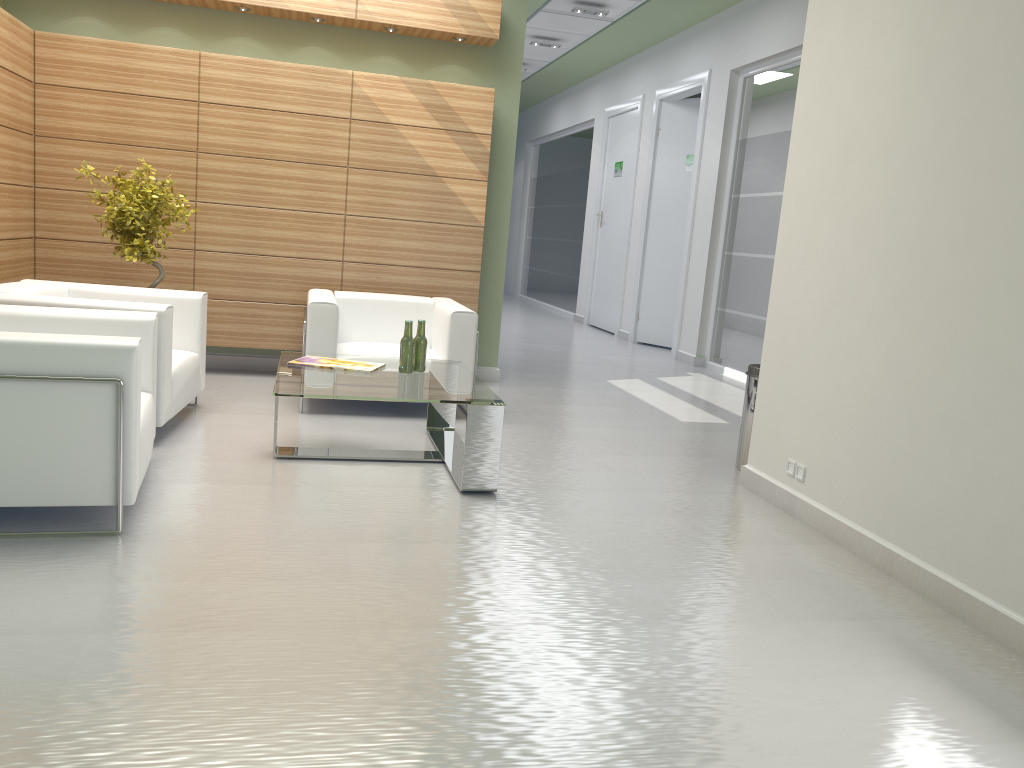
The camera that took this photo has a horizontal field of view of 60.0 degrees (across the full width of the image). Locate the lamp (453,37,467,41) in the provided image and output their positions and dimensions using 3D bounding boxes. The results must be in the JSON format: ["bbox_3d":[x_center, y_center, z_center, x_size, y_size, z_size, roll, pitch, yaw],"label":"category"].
[{"bbox_3d":[-0.670,-4.471,11.422,0.181,0.074,0.181,2,10,-19],"label":"lamp"}]

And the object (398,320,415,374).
[{"bbox_3d":[-0.942,-0.334,7.977,0.131,0.475,0.131,13,12,41],"label":"object"}]

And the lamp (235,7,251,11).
[{"bbox_3d":[-3.274,-4.594,10.801,0.181,0.074,0.181,12,12,36],"label":"lamp"}]

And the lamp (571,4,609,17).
[{"bbox_3d":[1.440,-6.908,16.329,0.657,0.159,0.286,3,10,-13],"label":"lamp"}]

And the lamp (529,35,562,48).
[{"bbox_3d":[0.737,-7.475,19.387,0.657,0.159,0.286,3,10,-13],"label":"lamp"}]

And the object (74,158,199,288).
[{"bbox_3d":[-4.202,-1.209,9.808,1.201,2.565,1.116,-4,13,-45],"label":"object"}]

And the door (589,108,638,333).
[{"bbox_3d":[2.382,-3.842,21.138,0.250,5.083,2.089,3,10,-13],"label":"door"}]

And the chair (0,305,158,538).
[{"bbox_3d":[-3.443,0.155,6.107,1.802,1.234,1.894,2,10,-18],"label":"chair"}]

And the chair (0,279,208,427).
[{"bbox_3d":[-3.940,-0.258,8.341,1.769,1.234,1.894,4,9,-8],"label":"chair"}]

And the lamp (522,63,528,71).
[{"bbox_3d":[0.045,-8.032,22.392,0.657,0.159,0.286,3,10,-13],"label":"lamp"}]

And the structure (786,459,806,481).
[{"bbox_3d":[2.332,0.704,7.290,0.017,0.118,0.262,3,10,-13],"label":"structure"}]

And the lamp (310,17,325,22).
[{"bbox_3d":[-2.408,-4.553,11.007,0.181,0.074,0.181,2,10,-19],"label":"lamp"}]

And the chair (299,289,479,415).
[{"bbox_3d":[-1.484,-0.382,10.385,1.894,1.234,1.802,3,10,-13],"label":"chair"}]

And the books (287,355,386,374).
[{"bbox_3d":[-1.589,-0.180,8.088,0.762,0.025,0.508,6,9,6],"label":"books"}]

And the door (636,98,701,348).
[{"bbox_3d":[3.658,-3.245,18.200,0.134,5.083,2.089,-4,13,-43],"label":"door"}]

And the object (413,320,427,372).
[{"bbox_3d":[-0.843,-0.350,8.123,0.131,0.475,0.131,13,12,41],"label":"object"}]

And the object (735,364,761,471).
[{"bbox_3d":[2.468,0.346,8.646,0.483,1.027,0.482,-3,13,-42],"label":"object"}]

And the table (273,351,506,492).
[{"bbox_3d":[-1.188,0.278,7.899,1.783,0.742,2.197,3,10,-13],"label":"table"}]

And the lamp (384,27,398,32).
[{"bbox_3d":[-1.530,-4.512,11.217,0.181,0.074,0.181,12,12,36],"label":"lamp"}]
